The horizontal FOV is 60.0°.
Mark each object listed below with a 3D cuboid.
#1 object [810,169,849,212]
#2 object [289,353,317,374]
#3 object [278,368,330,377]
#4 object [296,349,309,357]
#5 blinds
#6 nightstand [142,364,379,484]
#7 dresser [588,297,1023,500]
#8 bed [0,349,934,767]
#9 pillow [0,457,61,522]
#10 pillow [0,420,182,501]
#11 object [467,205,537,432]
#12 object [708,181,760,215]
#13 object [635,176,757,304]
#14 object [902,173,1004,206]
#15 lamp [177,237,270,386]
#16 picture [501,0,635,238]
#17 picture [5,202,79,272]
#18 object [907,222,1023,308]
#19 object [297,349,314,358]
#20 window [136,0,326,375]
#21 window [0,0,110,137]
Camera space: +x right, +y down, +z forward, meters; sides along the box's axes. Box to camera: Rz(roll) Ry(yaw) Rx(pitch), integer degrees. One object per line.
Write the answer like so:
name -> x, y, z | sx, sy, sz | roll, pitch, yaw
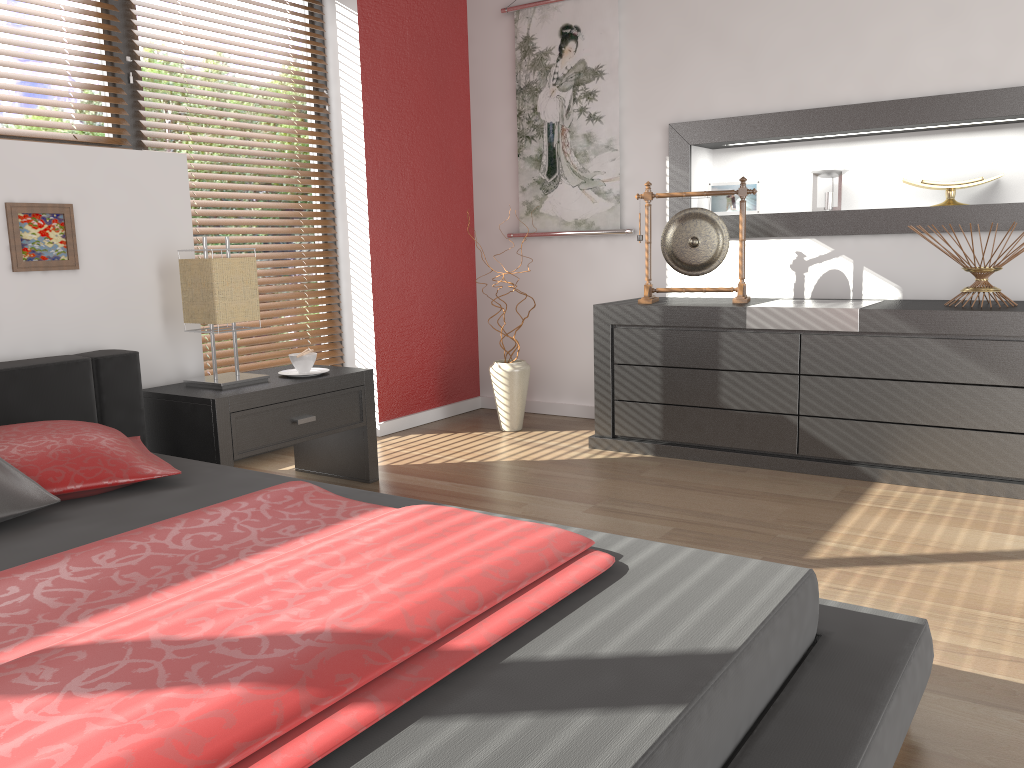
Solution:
object -> 1.342, -0.814, 3.750 | 0.159, 0.171, 0.159 | -3, 9, -7
object -> -0.743, -0.072, 3.159 | 0.099, 0.069, 0.099 | -7, 10, -30
object -> -0.742, -0.040, 3.164 | 0.179, 0.012, 0.179 | -7, 10, -30
object -> -0.746, -0.111, 3.159 | 0.007, 0.007, 0.192 | -2, 9, -1
blinds -> -2.160, -0.472, 2.048 | 0.032, 1.952, 4.840 | 4, 11, 34
nightstand -> -0.859, 0.191, 3.114 | 0.413, 0.423, 0.700 | 4, 11, 34
dresser -> 1.188, -0.012, 3.443 | 1.740, 0.608, 0.540 | 4, 11, 34
bed -> -0.940, 0.415, 1.214 | 2.413, 0.577, 2.469 | 4, 11, 34
pillow -> -1.316, 0.211, 1.672 | 0.386, 0.241, 0.744 | 3, 10, 29
pillow -> -1.208, 0.196, 2.084 | 0.745, 0.172, 0.418 | -8, 11, -36
object -> -0.052, -0.289, 4.051 | 0.364, 1.035, 0.422 | 0, 9, 9
object -> 0.987, -0.828, 3.948 | 0.226, 0.146, 0.041 | 1, 9, 14
object -> 0.745, -0.583, 3.616 | 0.490, 0.498, 0.173 | 1, 9, 19
object -> 1.722, -0.754, 3.481 | 0.350, 0.116, 0.181 | 2, 10, 24
lamp -> -0.972, -0.250, 2.967 | 0.200, 0.480, 0.200 | 4, 11, 34
picture -> 0.256, -1.342, 4.201 | 0.701, 1.270, 0.028 | 4, 11, 34
picture -> -1.407, -0.441, 2.663 | 0.010, 0.200, 0.200 | 4, 11, 34
object -> 1.625, -0.412, 3.061 | 0.481, 0.282, 0.481 | -2, 9, 0
object -> -0.732, -0.108, 3.141 | 0.007, 0.007, 0.192 | -1, 9, 3
window -> -1.130, -0.794, 3.677 | 0.020, 1.893, 0.889 | 4, 11, 34
window -> -2.231, -1.048, 1.999 | 0.020, 0.786, 2.817 | 4, 11, 34
